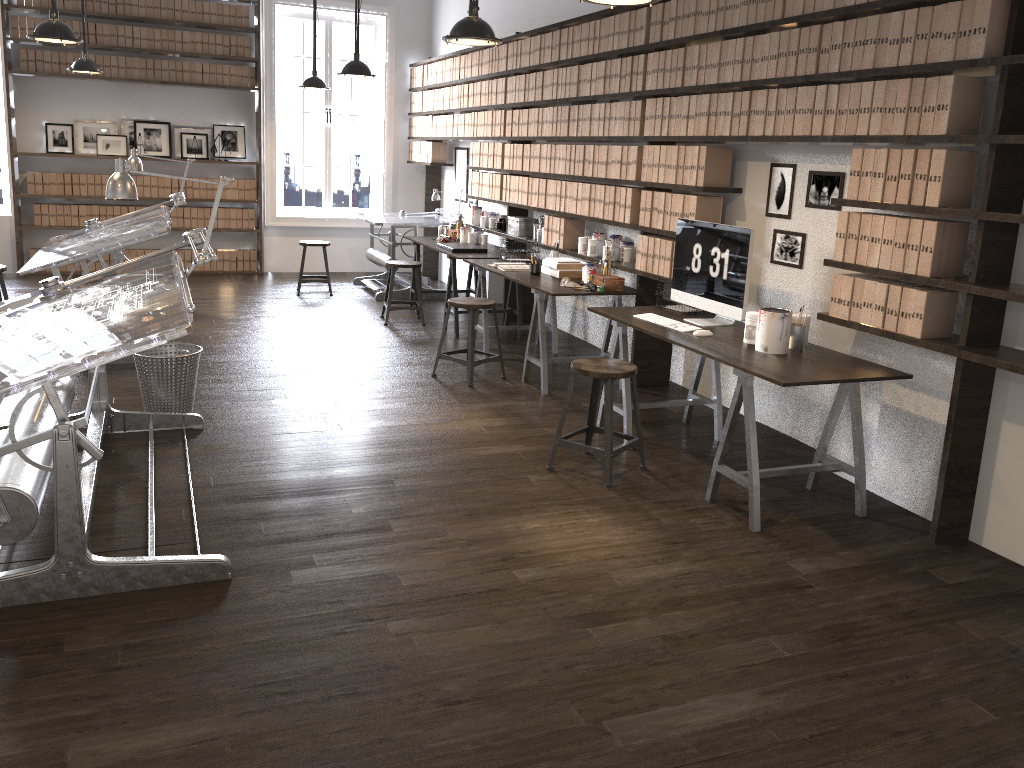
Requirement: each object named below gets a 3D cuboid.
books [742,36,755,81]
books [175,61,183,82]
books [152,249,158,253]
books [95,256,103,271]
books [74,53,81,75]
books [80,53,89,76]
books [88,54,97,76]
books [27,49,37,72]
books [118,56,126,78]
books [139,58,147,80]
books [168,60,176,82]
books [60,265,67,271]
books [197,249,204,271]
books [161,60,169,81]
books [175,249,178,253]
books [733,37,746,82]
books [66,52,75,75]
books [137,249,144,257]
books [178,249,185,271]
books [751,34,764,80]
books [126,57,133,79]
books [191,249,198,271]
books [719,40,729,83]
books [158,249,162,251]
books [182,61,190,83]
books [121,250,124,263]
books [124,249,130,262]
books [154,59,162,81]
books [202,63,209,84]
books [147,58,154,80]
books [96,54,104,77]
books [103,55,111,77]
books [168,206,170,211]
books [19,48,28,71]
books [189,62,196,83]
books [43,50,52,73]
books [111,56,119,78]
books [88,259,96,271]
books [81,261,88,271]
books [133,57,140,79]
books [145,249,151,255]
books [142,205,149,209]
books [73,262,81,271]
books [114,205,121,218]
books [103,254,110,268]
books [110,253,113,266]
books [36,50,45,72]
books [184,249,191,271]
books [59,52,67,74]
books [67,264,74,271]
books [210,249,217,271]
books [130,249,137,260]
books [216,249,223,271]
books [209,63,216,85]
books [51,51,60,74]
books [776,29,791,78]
[{"bbox_3d":[1.279,-1.657,4.541,0.174,0.223,0.067,-2,13,-22],"label":"books"},{"bbox_3d":[-3.593,-3.364,9.560,0.067,0.223,0.176,-2,14,-22],"label":"books"},{"bbox_3d":[-3.969,-1.381,9.855,0.067,0.223,0.176,-2,14,-22],"label":"books"},{"bbox_3d":[-4.498,-1.353,9.645,0.067,0.223,0.176,-2,14,-22],"label":"books"},{"bbox_3d":[-4.502,-3.314,9.194,0.067,0.223,0.176,-2,14,-22],"label":"books"},{"bbox_3d":[-4.443,-3.316,9.216,0.067,0.223,0.176,-2,14,-22],"label":"books"},{"bbox_3d":[-4.375,-3.320,9.241,0.067,0.223,0.176,-2,14,-22],"label":"books"},{"bbox_3d":[-4.892,-3.291,9.033,0.067,0.223,0.176,-2,14,-22],"label":"books"},{"bbox_3d":[-4.113,-3.333,9.345,0.067,0.223,0.176,-2,14,-22],"label":"books"},{"bbox_3d":[-3.929,-3.345,9.426,0.067,0.223,0.176,-2,14,-22],"label":"books"},{"bbox_3d":[-3.659,-3.360,9.534,0.067,0.223,0.176,-2,14,-22],"label":"books"},{"bbox_3d":[-4.820,-1.335,9.514,0.067,0.223,0.176,-2,14,-22],"label":"books"},{"bbox_3d":[-3.529,-1.405,10.033,0.067,0.223,0.176,-2,14,-22],"label":"books"},{"bbox_3d":[-3.723,-3.355,9.504,0.067,0.223,0.176,-2,14,-22],"label":"books"},{"bbox_3d":[-3.785,-1.392,9.932,0.067,0.223,0.176,-2,14,-22],"label":"books"},{"bbox_3d":[1.250,-1.674,4.603,0.174,0.223,0.067,-2,13,-22],"label":"books"},{"bbox_3d":[-4.562,-3.309,9.165,0.067,0.223,0.176,-2,14,-22],"label":"books"},{"bbox_3d":[-4.105,-1.373,9.800,0.067,0.223,0.176,-2,14,-22],"label":"books"},{"bbox_3d":[-3.720,-1.395,9.957,0.067,0.223,0.176,-2,14,-22],"label":"books"},{"bbox_3d":[1.307,-1.639,4.478,0.174,0.223,0.067,-2,13,-22],"label":"books"},{"bbox_3d":[-4.046,-3.337,9.372,0.067,0.223,0.176,-2,14,-22],"label":"books"},{"bbox_3d":[-3.587,-1.402,10.008,0.067,0.223,0.176,-2,14,-22],"label":"books"},{"bbox_3d":[1.203,-1.709,4.727,0.174,0.223,0.067,-2,13,-22],"label":"books"},{"bbox_3d":[-3.911,-1.384,9.879,0.067,0.223,0.176,-2,14,-22],"label":"books"},{"bbox_3d":[-3.528,-3.366,9.580,0.067,0.223,0.176,-2,14,-22],"label":"books"},{"bbox_3d":[-4.298,-1.363,9.723,0.067,0.223,0.176,-2,14,-22],"label":"books"},{"bbox_3d":[-4.238,-1.365,9.743,0.067,0.223,0.176,-2,14,-22],"label":"books"},{"bbox_3d":[-3.790,-3.353,9.482,0.067,0.223,0.176,-2,14,-22],"label":"books"},{"bbox_3d":[-3.341,-3.376,9.657,0.067,0.223,0.176,-2,14,-22],"label":"books"},{"bbox_3d":[-3.858,-3.348,9.449,0.067,0.223,0.176,-2,14,-22],"label":"books"},{"bbox_3d":[-4.311,-3.324,9.271,0.067,0.223,0.176,-2,14,-22],"label":"books"},{"bbox_3d":[-4.247,-3.328,9.299,0.067,0.223,0.176,-2,14,-22],"label":"books"},{"bbox_3d":[-3.824,-1.854,9.809,0.067,0.223,0.176,-2,14,-22],"label":"books"},{"bbox_3d":[-4.963,-3.289,9.011,0.067,0.223,0.176,-2,14,-22],"label":"books"},{"bbox_3d":[-3.468,-3.370,9.609,0.067,0.223,0.176,-2,14,-22],"label":"books"},{"bbox_3d":[-4.757,-3.299,9.088,0.067,0.223,0.176,-2,14,-22],"label":"books"},{"bbox_3d":[-4.181,-3.331,9.321,0.067,0.223,0.176,-2,14,-22],"label":"books"},{"bbox_3d":[-4.563,-1.348,9.615,0.067,0.223,0.176,-2,14,-22],"label":"books"},{"bbox_3d":[-4.630,-1.345,9.592,0.067,0.223,0.176,-2,14,-22],"label":"books"},{"bbox_3d":[-3.988,-3.342,9.399,0.067,0.223,0.176,-2,14,-22],"label":"books"},{"bbox_3d":[-4.035,-1.377,9.826,0.067,0.223,0.176,-2,14,-22],"label":"books"},{"bbox_3d":[-4.019,-1.842,9.725,0.067,0.223,0.176,-2,14,-22],"label":"books"},{"bbox_3d":[-4.696,-1.342,9.565,0.067,0.223,0.176,-2,14,-22],"label":"books"},{"bbox_3d":[-4.285,-1.828,9.620,0.067,0.223,0.176,-2,14,-22],"label":"books"},{"bbox_3d":[-4.427,-1.355,9.668,0.067,0.223,0.176,-2,14,-22],"label":"books"},{"bbox_3d":[-4.360,-1.360,9.701,0.067,0.223,0.176,-2,14,-22],"label":"books"},{"bbox_3d":[-4.824,-3.296,9.066,0.067,0.223,0.176,-2,14,-22],"label":"books"},{"bbox_3d":[-3.653,-1.397,9.979,0.067,0.223,0.176,-2,14,-22],"label":"books"},{"bbox_3d":[-4.627,-3.307,9.145,0.067,0.223,0.176,-2,14,-22],"label":"books"},{"bbox_3d":[-4.756,-1.337,9.535,0.067,0.223,0.176,-2,14,-22],"label":"books"},{"bbox_3d":[-3.405,-1.412,10.084,0.067,0.223,0.176,-2,14,-22],"label":"books"},{"bbox_3d":[-4.171,-1.369,9.770,0.067,0.223,0.176,-2,14,-22],"label":"books"},{"bbox_3d":[-3.339,-1.416,10.111,0.067,0.223,0.176,-2,14,-22],"label":"books"},{"bbox_3d":[-3.277,-3.381,9.686,0.067,0.223,0.176,-2,14,-22],"label":"books"},{"bbox_3d":[-4.693,-3.303,9.119,0.067,0.223,0.176,-2,14,-22],"label":"books"},{"bbox_3d":[1.380,-1.585,4.281,0.174,0.223,0.067,-2,13,-22],"label":"books"}]
